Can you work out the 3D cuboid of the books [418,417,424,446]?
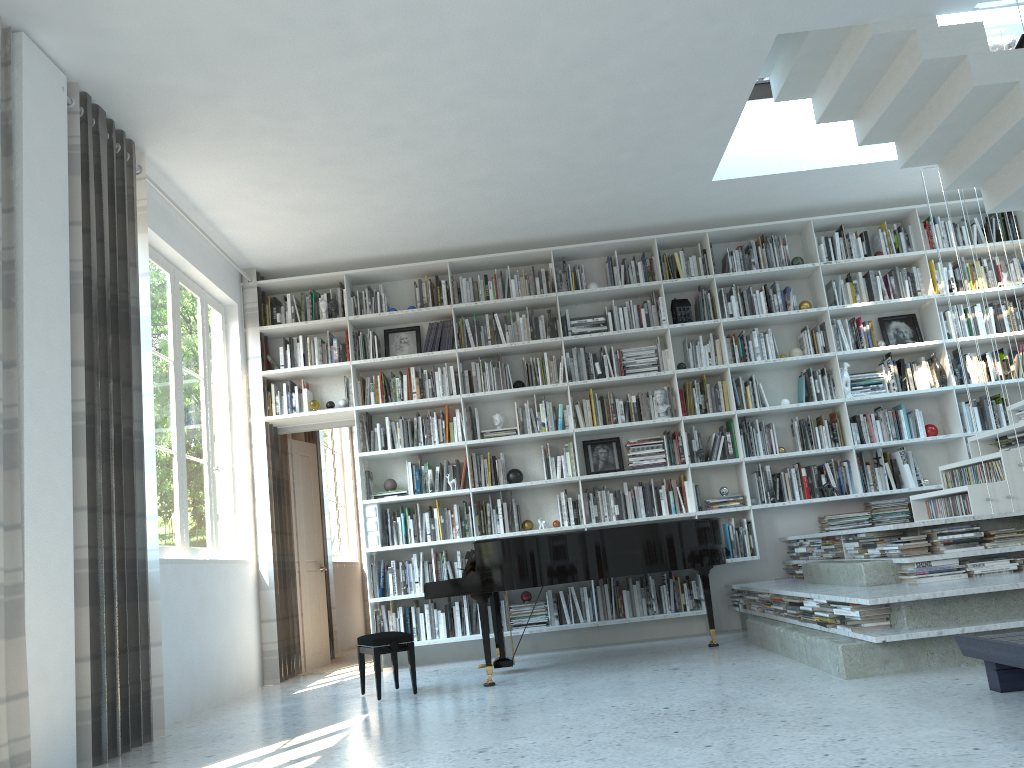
[{"bbox_3d":[-0.718,0.400,7.090,0.021,0.256,0.156,-6,-11,1],"label":"books"}]

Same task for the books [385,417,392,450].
[{"bbox_3d":[-0.975,0.416,7.089,0.023,0.280,0.174,-6,-11,1],"label":"books"}]

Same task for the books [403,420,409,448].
[{"bbox_3d":[-0.833,0.419,7.071,0.024,0.237,0.167,-6,-11,1],"label":"books"}]

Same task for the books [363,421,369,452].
[{"bbox_3d":[-1.145,0.439,7.072,0.027,0.265,0.176,-6,-11,1],"label":"books"}]

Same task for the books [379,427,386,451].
[{"bbox_3d":[-1.018,0.454,7.061,0.028,0.203,0.188,-6,-11,1],"label":"books"}]

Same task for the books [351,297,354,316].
[{"bbox_3d":[-1.296,-0.596,7.294,0.017,0.203,0.142,-6,-11,1],"label":"books"}]

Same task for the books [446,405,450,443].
[{"bbox_3d":[-0.512,0.341,7.087,0.035,0.325,0.170,-6,-11,1],"label":"books"}]

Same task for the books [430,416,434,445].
[{"bbox_3d":[-0.633,0.393,7.092,0.011,0.251,0.139,-6,-11,1],"label":"books"}]

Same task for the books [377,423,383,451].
[{"bbox_3d":[-1.044,0.444,7.074,0.022,0.235,0.177,-6,-11,1],"label":"books"}]

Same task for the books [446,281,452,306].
[{"bbox_3d":[-0.508,-0.707,7.302,0.039,0.251,0.147,-6,-11,1],"label":"books"}]

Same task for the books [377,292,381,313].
[{"bbox_3d":[-1.079,-0.628,7.280,0.021,0.213,0.173,-6,-11,1],"label":"books"}]

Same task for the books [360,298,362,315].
[{"bbox_3d":[-1.227,-0.597,7.304,0.017,0.193,0.129,-6,-11,1],"label":"books"}]

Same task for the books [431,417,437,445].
[{"bbox_3d":[-0.613,0.398,7.100,0.028,0.242,0.132,-6,-11,1],"label":"books"}]

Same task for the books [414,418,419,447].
[{"bbox_3d":[-0.765,0.407,7.097,0.048,0.256,0.142,-6,-11,1],"label":"books"}]

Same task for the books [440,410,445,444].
[{"bbox_3d":[-0.548,0.364,7.099,0.015,0.292,0.144,-6,-11,1],"label":"books"}]

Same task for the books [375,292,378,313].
[{"bbox_3d":[-1.096,-0.628,7.288,0.013,0.219,0.181,-6,-11,1],"label":"books"}]

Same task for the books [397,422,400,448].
[{"bbox_3d":[-0.894,0.431,7.080,0.014,0.229,0.148,-6,-11,1],"label":"books"}]

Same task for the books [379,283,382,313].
[{"bbox_3d":[-1.069,-0.668,7.308,0.007,0.300,0.145,-6,-11,1],"label":"books"}]

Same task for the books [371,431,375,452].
[{"bbox_3d":[-1.097,0.476,7.067,0.037,0.182,0.189,-6,-11,1],"label":"books"}]

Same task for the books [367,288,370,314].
[{"bbox_3d":[-1.162,-0.646,7.294,0.007,0.271,0.155,-6,-11,1],"label":"books"}]

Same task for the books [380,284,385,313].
[{"bbox_3d":[-1.058,-0.663,7.319,0.015,0.292,0.131,-6,-11,1],"label":"books"}]

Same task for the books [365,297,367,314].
[{"bbox_3d":[-1.183,-0.601,7.301,0.014,0.192,0.146,-6,-11,1],"label":"books"}]

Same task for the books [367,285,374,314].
[{"bbox_3d":[-1.152,-0.654,7.280,0.015,0.279,0.191,-6,-11,1],"label":"books"}]

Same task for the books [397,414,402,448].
[{"bbox_3d":[-0.885,0.398,7.084,0.011,0.292,0.184,-6,-11,1],"label":"books"}]

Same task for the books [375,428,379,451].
[{"bbox_3d":[-1.074,0.464,7.088,0.042,0.208,0.143,-6,-11,1],"label":"books"}]

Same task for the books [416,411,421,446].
[{"bbox_3d":[-0.738,0.379,7.084,0.013,0.299,0.152,-6,-11,1],"label":"books"}]

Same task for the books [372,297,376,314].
[{"bbox_3d":[-1.126,-0.605,7.288,0.026,0.182,0.162,-6,-11,1],"label":"books"}]

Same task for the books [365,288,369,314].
[{"bbox_3d":[-1.173,-0.639,7.294,0.016,0.260,0.154,-6,-11,1],"label":"books"}]

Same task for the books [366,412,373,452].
[{"bbox_3d":[-1.130,0.403,7.076,0.012,0.333,0.185,-6,-11,1],"label":"books"}]

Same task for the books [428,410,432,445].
[{"bbox_3d":[-0.646,0.370,7.102,0.011,0.303,0.130,-6,-11,1],"label":"books"}]

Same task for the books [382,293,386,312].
[{"bbox_3d":[-1.039,-0.624,7.293,0.014,0.201,0.171,-6,-11,1],"label":"books"}]

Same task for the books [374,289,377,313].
[{"bbox_3d":[-1.110,-0.641,7.300,0.013,0.252,0.129,-6,-11,1],"label":"books"}]

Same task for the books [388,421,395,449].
[{"bbox_3d":[-0.956,0.429,7.077,0.011,0.245,0.176,-6,-11,1],"label":"books"}]

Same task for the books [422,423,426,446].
[{"bbox_3d":[-0.695,0.423,7.085,0.021,0.204,0.130,-6,-11,1],"label":"books"}]

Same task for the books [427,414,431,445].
[{"bbox_3d":[-0.656,0.384,7.084,0.012,0.271,0.145,-6,-11,1],"label":"books"}]

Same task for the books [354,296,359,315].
[{"bbox_3d":[-1.265,-0.602,7.300,0.032,0.209,0.158,-6,-11,1],"label":"books"}]

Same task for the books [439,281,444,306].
[{"bbox_3d":[-0.570,-0.704,7.302,0.022,0.260,0.152,-6,-11,1],"label":"books"}]

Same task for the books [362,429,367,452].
[{"bbox_3d":[-1.165,0.473,7.084,0.026,0.209,0.155,-6,-11,1],"label":"books"}]

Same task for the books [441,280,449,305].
[{"bbox_3d":[-0.544,-0.707,7.288,0.031,0.254,0.178,-6,-11,1],"label":"books"}]

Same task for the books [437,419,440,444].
[{"bbox_3d":[-0.578,0.403,7.083,0.012,0.217,0.160,-6,-11,1],"label":"books"}]

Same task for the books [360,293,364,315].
[{"bbox_3d":[-1.214,-0.617,7.291,0.013,0.224,0.177,-6,-11,1],"label":"books"}]

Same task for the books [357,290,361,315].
[{"bbox_3d":[-1.245,-0.625,7.296,0.012,0.248,0.180,-6,-11,1],"label":"books"}]

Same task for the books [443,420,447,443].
[{"bbox_3d":[-0.529,0.403,7.075,0.013,0.203,0.162,-6,-11,1],"label":"books"}]

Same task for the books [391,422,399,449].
[{"bbox_3d":[-0.925,0.432,7.100,0.049,0.242,0.139,-6,-11,1],"label":"books"}]

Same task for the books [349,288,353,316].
[{"bbox_3d":[-1.312,-0.633,7.310,0.007,0.284,0.160,-6,-11,1],"label":"books"}]

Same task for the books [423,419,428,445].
[{"bbox_3d":[-0.680,0.406,7.073,0.013,0.228,0.177,-6,-11,1],"label":"books"}]

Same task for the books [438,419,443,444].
[{"bbox_3d":[-0.561,0.400,7.087,0.021,0.220,0.149,-6,-11,1],"label":"books"}]

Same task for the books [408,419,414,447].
[{"bbox_3d":[-0.799,0.414,7.079,0.023,0.242,0.185,-6,-11,1],"label":"books"}]

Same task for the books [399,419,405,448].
[{"bbox_3d":[-0.867,0.417,7.071,0.021,0.247,0.189,-6,-11,1],"label":"books"}]

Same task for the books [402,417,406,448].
[{"bbox_3d":[-0.851,0.407,7.090,0.011,0.270,0.158,-6,-11,1],"label":"books"}]

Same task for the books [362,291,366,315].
[{"bbox_3d":[-1.201,-0.626,7.297,0.016,0.242,0.156,-6,-11,1],"label":"books"}]

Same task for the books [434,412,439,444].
[{"bbox_3d":[-0.594,0.373,7.075,0.015,0.274,0.157,-6,-11,1],"label":"books"}]

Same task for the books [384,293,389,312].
[{"bbox_3d":[-1.026,-0.627,7.304,0.013,0.209,0.136,-6,-11,1],"label":"books"}]

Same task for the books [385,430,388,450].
[{"bbox_3d":[-0.991,0.468,7.102,0.021,0.187,0.129,-6,-11,1],"label":"books"}]

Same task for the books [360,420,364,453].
[{"bbox_3d":[-1.187,0.440,7.100,0.012,0.284,0.160,-6,-11,1],"label":"books"}]

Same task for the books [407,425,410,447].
[{"bbox_3d":[-0.813,0.438,7.094,0.010,0.204,0.139,-6,-11,1],"label":"books"}]

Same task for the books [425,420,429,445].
[{"bbox_3d":[-0.666,0.408,7.084,0.013,0.227,0.152,-6,-11,1],"label":"books"}]

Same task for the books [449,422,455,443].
[{"bbox_3d":[-0.472,0.407,7.077,0.030,0.183,0.152,-6,-11,1],"label":"books"}]

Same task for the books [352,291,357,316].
[{"bbox_3d":[-1.287,-0.623,7.305,0.007,0.258,0.157,-6,-11,1],"label":"books"}]
